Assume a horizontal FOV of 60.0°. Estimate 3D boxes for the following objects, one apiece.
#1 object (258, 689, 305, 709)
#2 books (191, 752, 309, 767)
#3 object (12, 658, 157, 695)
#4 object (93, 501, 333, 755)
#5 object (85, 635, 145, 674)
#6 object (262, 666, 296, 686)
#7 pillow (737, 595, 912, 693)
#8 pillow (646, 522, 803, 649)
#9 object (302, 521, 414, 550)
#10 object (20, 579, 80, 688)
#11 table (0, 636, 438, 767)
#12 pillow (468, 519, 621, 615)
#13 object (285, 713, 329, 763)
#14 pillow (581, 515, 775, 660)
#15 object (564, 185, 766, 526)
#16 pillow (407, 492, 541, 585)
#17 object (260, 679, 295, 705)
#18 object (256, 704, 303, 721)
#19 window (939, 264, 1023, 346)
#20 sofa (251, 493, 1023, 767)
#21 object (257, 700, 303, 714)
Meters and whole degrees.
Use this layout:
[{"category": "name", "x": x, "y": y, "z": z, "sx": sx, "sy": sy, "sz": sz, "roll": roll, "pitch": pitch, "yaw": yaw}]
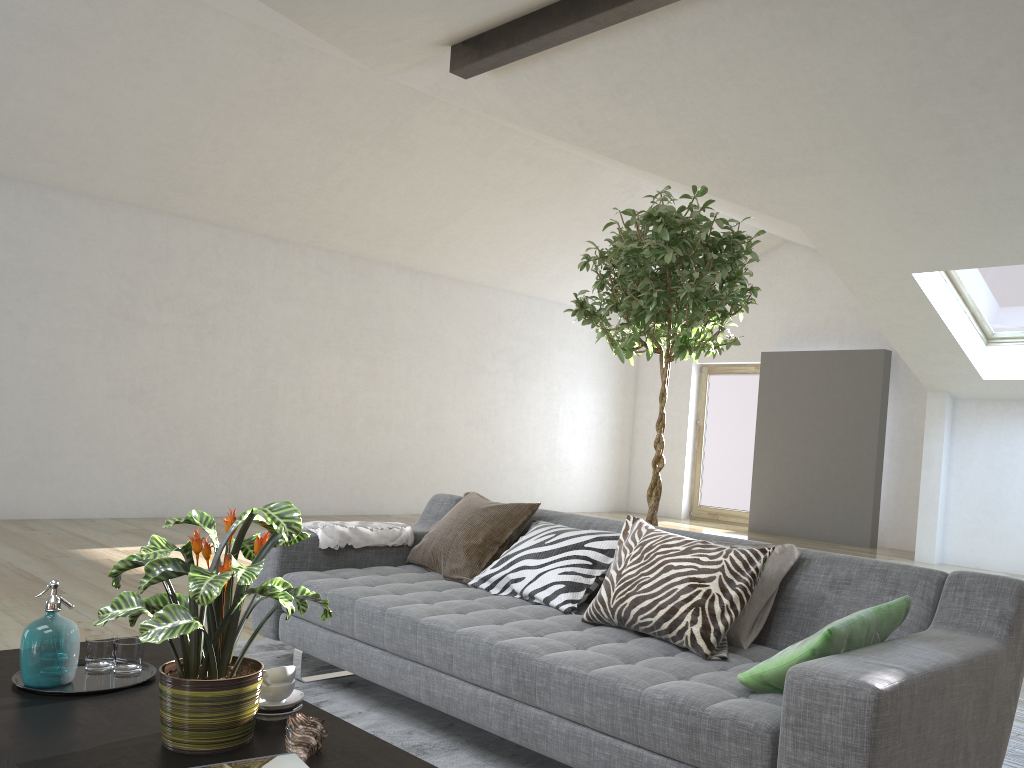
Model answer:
[{"category": "object", "x": -0.516, "y": 0.691, "z": 1.934, "sx": 0.117, "sy": 0.024, "sz": 0.126, "roll": 1, "pitch": -4, "yaw": 42}, {"category": "books", "x": -0.430, "y": 0.618, "z": 1.359, "sx": 0.255, "sy": 0.019, "sz": 0.159, "roll": 6, "pitch": -4, "yaw": -34}, {"category": "object", "x": -1.006, "y": 0.690, "z": 2.098, "sx": 0.310, "sy": 0.012, "sz": 0.290, "roll": 6, "pitch": -4, "yaw": -30}, {"category": "object", "x": -0.577, "y": 0.487, "z": 1.785, "sx": 0.372, "sy": 0.526, "sz": 0.442, "roll": 4, "pitch": -1, "yaw": 21}, {"category": "object", "x": -1.018, "y": 0.642, "z": 2.163, "sx": 0.234, "sy": 0.107, "sz": 0.097, "roll": 5, "pitch": -1, "yaw": -18}, {"category": "object", "x": -0.515, "y": 0.641, "z": 1.932, "sx": 0.086, "sy": 0.068, "sz": 0.076, "roll": 5, "pitch": -2, "yaw": -29}, {"category": "pillow", "x": 0.768, "y": 0.636, "z": 2.152, "sx": 0.444, "sy": 0.261, "sz": 0.227, "roll": 6, "pitch": -2, "yaw": -42}, {"category": "pillow", "x": 0.558, "y": 0.628, "z": 2.810, "sx": 0.264, "sy": 0.318, "sz": 0.639, "roll": 5, "pitch": -2, "yaw": -43}, {"category": "object", "x": -0.680, "y": 0.763, "z": 3.655, "sx": 0.483, "sy": 0.419, "sz": 0.356, "roll": 5, "pitch": -1, "yaw": -41}, {"category": "object", "x": -1.057, "y": 0.568, "z": 2.037, "sx": 0.122, "sy": 0.239, "sz": 0.116, "roll": 4, "pitch": 0, "yaw": -18}, {"category": "table", "x": -0.700, "y": 0.864, "z": 1.822, "sx": 0.623, "sy": 0.325, "sz": 1.543, "roll": 6, "pitch": -4, "yaw": -44}, {"category": "pillow", "x": 0.144, "y": 0.644, "z": 3.173, "sx": 0.360, "sy": 0.283, "sz": 0.558, "roll": 6, "pitch": -3, "yaw": -44}, {"category": "object", "x": -0.408, "y": 0.683, "z": 1.718, "sx": 0.068, "sy": 0.078, "sz": 0.127, "roll": 4, "pitch": -2, "yaw": 15}, {"category": "pillow", "x": 0.480, "y": 0.588, "z": 2.639, "sx": 0.282, "sy": 0.341, "sz": 0.556, "roll": 5, "pitch": -2, "yaw": -40}, {"category": "object", "x": 0.571, "y": 0.208, "z": 3.664, "sx": 0.790, "sy": 2.021, "sz": 0.822, "roll": 4, "pitch": 0, "yaw": 25}, {"category": "pillow", "x": -0.176, "y": 0.614, "z": 3.572, "sx": 0.309, "sy": 0.338, "sz": 0.577, "roll": 5, "pitch": -2, "yaw": -34}, {"category": "object", "x": -0.516, "y": 0.670, "z": 1.932, "sx": 0.077, "sy": 0.050, "sz": 0.085, "roll": 3, "pitch": -2, "yaw": 24}, {"category": "object", "x": -0.520, "y": 0.710, "z": 1.932, "sx": 0.122, "sy": 0.021, "sz": 0.121, "roll": 4, "pitch": -3, "yaw": -3}, {"category": "window", "x": 4.288, "y": -0.720, "z": 7.438, "sx": 1.911, "sy": 0.729, "sz": 1.465, "roll": 7, "pitch": -4, "yaw": -44}, {"category": "sofa", "x": 0.196, "y": 0.807, "z": 2.918, "sx": 1.030, "sy": 0.684, "sz": 2.450, "roll": 6, "pitch": -4, "yaw": -44}, {"category": "object", "x": -0.519, "y": 0.700, "z": 1.932, "sx": 0.122, "sy": 0.021, "sz": 0.121, "roll": 4, "pitch": -3, "yaw": -3}]
